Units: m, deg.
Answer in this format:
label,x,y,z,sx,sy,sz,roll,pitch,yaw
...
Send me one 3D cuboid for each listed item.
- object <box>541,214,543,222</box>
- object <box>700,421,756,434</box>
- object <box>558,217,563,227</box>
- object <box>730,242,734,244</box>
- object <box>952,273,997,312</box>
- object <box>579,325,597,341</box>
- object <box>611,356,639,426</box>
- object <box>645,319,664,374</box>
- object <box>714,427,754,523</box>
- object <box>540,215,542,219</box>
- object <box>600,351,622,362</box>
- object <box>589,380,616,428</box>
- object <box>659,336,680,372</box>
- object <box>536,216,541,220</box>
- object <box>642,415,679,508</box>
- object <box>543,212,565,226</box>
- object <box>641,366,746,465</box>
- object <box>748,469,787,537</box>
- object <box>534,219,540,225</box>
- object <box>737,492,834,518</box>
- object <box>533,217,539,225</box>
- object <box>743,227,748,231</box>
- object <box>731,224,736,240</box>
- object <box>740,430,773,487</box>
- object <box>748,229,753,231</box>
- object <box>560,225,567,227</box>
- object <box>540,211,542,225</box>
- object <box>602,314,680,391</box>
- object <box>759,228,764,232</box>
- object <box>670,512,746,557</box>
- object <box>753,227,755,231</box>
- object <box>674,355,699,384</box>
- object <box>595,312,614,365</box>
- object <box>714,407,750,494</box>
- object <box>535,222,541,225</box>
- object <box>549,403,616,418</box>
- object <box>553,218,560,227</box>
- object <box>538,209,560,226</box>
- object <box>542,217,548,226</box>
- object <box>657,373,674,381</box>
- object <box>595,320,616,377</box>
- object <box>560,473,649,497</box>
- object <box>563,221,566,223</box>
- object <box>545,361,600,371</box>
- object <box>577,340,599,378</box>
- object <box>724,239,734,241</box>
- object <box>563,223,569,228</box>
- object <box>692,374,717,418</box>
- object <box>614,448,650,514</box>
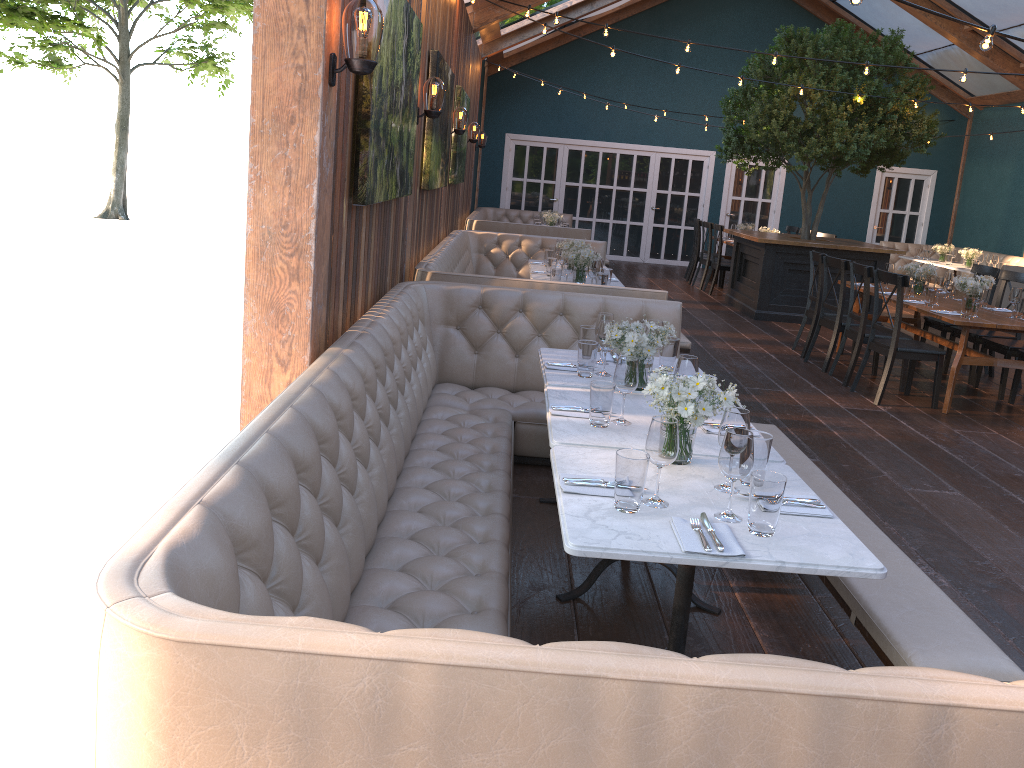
label,x,y,z,sx,sy,sz,roll,pitch,yaw
object,0.492,-2.494,13.644,0.092,0.242,0.093,-5,14,-42
object,0.780,0.158,3.277,0.255,0.019,0.159,5,14,0
object,0.703,-2.333,13.055,0.092,0.242,0.093,-5,14,-42
object,3.476,-2.156,13.540,0.255,0.019,0.159,5,14,0
object,3.767,-0.754,7.250,0.331,0.306,0.338,14,15,36
object,0.370,-0.201,4.322,0.092,0.156,0.093,2,11,-14
object,0.411,0.023,3.228,0.093,0.242,0.092,14,14,41
object,0.659,-0.176,4.137,0.092,0.242,0.093,-5,14,-42
object,0.598,0.245,2.382,0.093,0.242,0.092,14,14,41
object,0.494,-2.686,14.436,0.093,0.242,0.092,14,14,41
object,0.523,-0.132,4.383,0.157,0.019,0.258,5,14,0
object,0.320,0.073,3.171,0.092,0.156,0.093,2,11,-14
object,0.743,-0.142,4.210,0.092,0.156,0.093,2,11,-14
object,0.432,-2.725,14.754,0.092,0.156,0.093,2,11,-14
object,0.410,0.214,2.443,0.093,0.242,0.092,14,14,41
object,0.607,-2.460,13.406,0.339,0.306,0.330,15,16,40
object,0.549,0.094,2.849,0.329,0.306,0.340,-1,13,-26
object,0.658,0.313,2.303,0.092,0.156,0.093,2,11,-14
object,0.376,-2.448,13.592,0.092,0.156,0.093,2,11,-14
object,0.776,0.337,2.537,0.255,0.019,0.159,5,14,0
object,0.389,-2.632,14.357,0.092,0.156,0.093,2,11,-14
object,3.674,-2.355,13.960,0.093,0.242,0.092,14,14,41
object,3.628,-2.496,14.524,0.093,0.242,0.092,14,14,41
object,0.734,0.227,2.681,0.092,0.156,0.093,2,11,-14
object,3.599,-2.225,13.396,0.092,0.242,0.093,-5,14,-42
object,0.733,-2.206,12.722,0.092,0.156,0.093,2,11,-14
object,0.500,-2.740,14.661,0.093,0.242,0.092,14,14,41
object,0.534,-0.135,3.787,0.330,0.306,0.339,10,13,21
object,3.973,-2.360,14.085,0.093,0.242,0.092,14,14,41
object,0.494,0.379,2.266,0.157,0.019,0.258,5,14,0
object,3.974,-2.504,14.678,0.093,0.242,0.092,14,14,41
object,0.654,0.015,3.349,0.093,0.242,0.092,14,14,41
object,0.438,-0.217,4.228,0.092,0.242,0.093,-5,14,-42
object,0.649,0.194,2.609,0.093,0.242,0.092,14,14,41
object,0.372,-2.258,12.809,0.092,0.156,0.093,2,11,-14
object,0.266,0.099,3.339,0.255,0.019,0.159,5,14,0
object,0.642,-2.281,12.819,0.092,0.242,0.093,-5,14,-42
object,0.598,-2.659,14.226,0.336,0.306,0.332,-3,15,-35
object,0.479,-2.312,12.888,0.092,0.242,0.093,-5,14,-42
object,0.785,-0.033,4.065,0.255,0.019,0.159,5,14,0
object,0.424,-0.160,3.990,0.092,0.242,0.093,-5,14,-42
object,0.264,0.289,2.554,0.255,0.019,0.159,5,14,0
object,0.799,-2.479,13.872,0.092,0.156,0.093,2,11,-14
object,0.278,-0.085,4.101,0.255,0.019,0.159,5,14,0
object,0.332,-0.110,3.932,0.092,0.156,0.093,2,11,-14
object,3.485,-2.283,14.068,0.255,0.019,0.159,5,14,0
object,0.796,-2.299,13.127,0.092,0.156,0.093,2,11,-14
object,0.738,0.049,3.421,0.092,0.156,0.093,2,11,-14
object,0.318,0.263,2.386,0.092,0.156,0.093,2,11,-14
